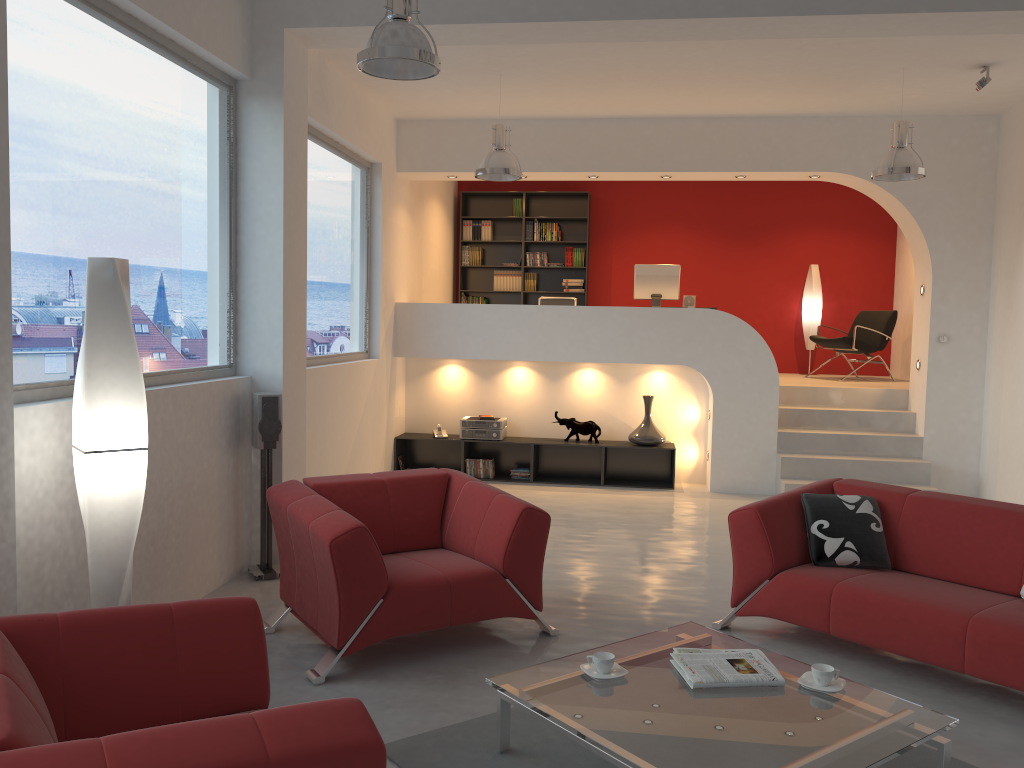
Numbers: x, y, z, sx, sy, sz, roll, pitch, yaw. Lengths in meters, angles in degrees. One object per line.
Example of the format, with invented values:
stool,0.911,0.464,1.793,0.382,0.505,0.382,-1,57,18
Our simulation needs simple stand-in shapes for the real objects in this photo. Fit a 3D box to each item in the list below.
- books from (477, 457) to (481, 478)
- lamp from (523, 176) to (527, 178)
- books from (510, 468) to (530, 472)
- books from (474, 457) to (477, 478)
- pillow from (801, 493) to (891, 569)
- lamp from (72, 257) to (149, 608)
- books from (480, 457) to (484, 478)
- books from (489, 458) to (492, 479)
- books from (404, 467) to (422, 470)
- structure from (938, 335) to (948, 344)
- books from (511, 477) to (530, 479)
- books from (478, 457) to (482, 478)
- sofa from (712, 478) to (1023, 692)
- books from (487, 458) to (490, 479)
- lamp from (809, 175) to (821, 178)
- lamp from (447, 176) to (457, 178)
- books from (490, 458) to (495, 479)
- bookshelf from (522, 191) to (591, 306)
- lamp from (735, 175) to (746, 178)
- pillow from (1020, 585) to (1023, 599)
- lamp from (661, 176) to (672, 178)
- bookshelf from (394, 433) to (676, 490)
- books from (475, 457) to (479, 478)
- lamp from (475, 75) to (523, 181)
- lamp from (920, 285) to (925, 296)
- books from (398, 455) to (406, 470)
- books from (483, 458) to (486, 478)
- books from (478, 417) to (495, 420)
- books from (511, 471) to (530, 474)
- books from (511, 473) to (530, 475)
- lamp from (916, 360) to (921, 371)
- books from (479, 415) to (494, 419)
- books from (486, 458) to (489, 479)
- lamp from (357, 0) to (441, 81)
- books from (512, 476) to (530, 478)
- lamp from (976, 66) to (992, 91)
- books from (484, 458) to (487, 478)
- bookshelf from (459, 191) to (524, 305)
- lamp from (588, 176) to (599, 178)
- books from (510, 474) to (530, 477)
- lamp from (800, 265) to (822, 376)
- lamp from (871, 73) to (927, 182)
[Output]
books,-0.327,0.838,8.887,0.031,0.190,0.135,2,4,8
lamp,0.097,-2.035,8.723,0.105,0.011,0.105,1,4,-4
books,0.082,0.860,8.883,0.190,0.015,0.135,1,4,3
books,-0.356,0.837,8.891,0.031,0.190,0.135,2,4,8
pillow,1.700,0.748,4.527,0.402,0.343,0.288,1,4,0
lamp,-1.563,0.407,3.453,0.313,1.779,0.313,1,4,0
books,-0.297,0.839,8.883,0.031,0.190,0.135,2,4,8
books,-0.208,0.842,8.871,0.031,0.190,0.135,2,4,8
books,-0.990,0.871,9.031,0.190,0.015,0.135,2,4,8
structure,3.912,-0.407,8.045,0.080,0.080,0.016,2,4,8
books,0.092,0.935,8.886,0.190,0.015,0.135,1,4,3
books,-0.312,0.838,8.885,0.031,0.190,0.135,2,4,8
sofa,2.016,0.956,4.179,0.951,0.738,1.929,-2,5,-42
books,-0.223,0.841,8.873,0.031,0.190,0.135,2,4,8
lamp,2.852,-1.949,8.349,0.105,0.011,0.105,1,4,-4
lamp,-0.596,-2.057,8.817,0.105,0.011,0.105,2,4,11
books,-0.193,0.842,8.868,0.031,0.190,0.135,2,4,8
bookshelf,0.556,-1.317,11.329,0.816,2.213,0.305,2,4,8
lamp,2.177,-1.970,8.441,0.105,0.011,0.105,1,4,-4
pillow,2.366,0.814,3.787,0.288,0.343,0.402,2,4,15
lamp,1.484,-1.992,8.535,0.105,0.011,0.105,1,4,-4
bookshelf,0.222,0.760,8.879,2.764,0.397,0.405,2,4,8
books,-0.342,0.838,8.889,0.031,0.190,0.135,2,4,8
lamp,-0.098,-2.028,6.973,0.379,0.800,0.379,0,4,-21
lamp,3.833,-0.876,8.286,0.011,0.105,0.105,2,4,8
books,-1.116,0.819,8.994,0.063,0.187,0.135,2,4,8
books,-0.267,0.840,8.879,0.031,0.190,0.135,2,4,8
books,-0.256,0.345,8.890,0.135,0.015,0.190,0,4,-12
books,0.090,0.875,8.875,0.190,0.015,0.135,2,4,8
books,0.095,0.890,8.883,0.190,0.015,0.135,2,4,8
lamp,3.818,-0.178,8.335,0.011,0.105,0.105,2,4,8
books,-0.258,0.330,8.898,0.135,0.015,0.190,1,4,-7
books,-0.237,0.841,8.875,0.031,0.190,0.135,2,4,8
lamp,-0.506,-1.830,4.007,0.379,0.800,0.379,4,5,36
books,0.098,0.920,8.884,0.190,0.015,0.135,2,4,8
lamp,3.438,-2.224,6.462,0.118,0.176,0.112,-2,5,-40
books,-0.252,0.840,8.877,0.031,0.190,0.135,2,4,8
bookshelf,-0.252,-1.342,11.439,0.816,2.213,0.305,2,4,8
lamp,0.791,-2.014,8.629,0.105,0.011,0.105,1,4,-4
books,0.089,0.905,8.885,0.190,0.015,0.135,2,4,13
lamp,3.679,-0.785,10.892,0.237,1.349,0.237,2,4,16
lamp,2.883,-1.935,6.569,0.379,0.800,0.379,0,4,-21
